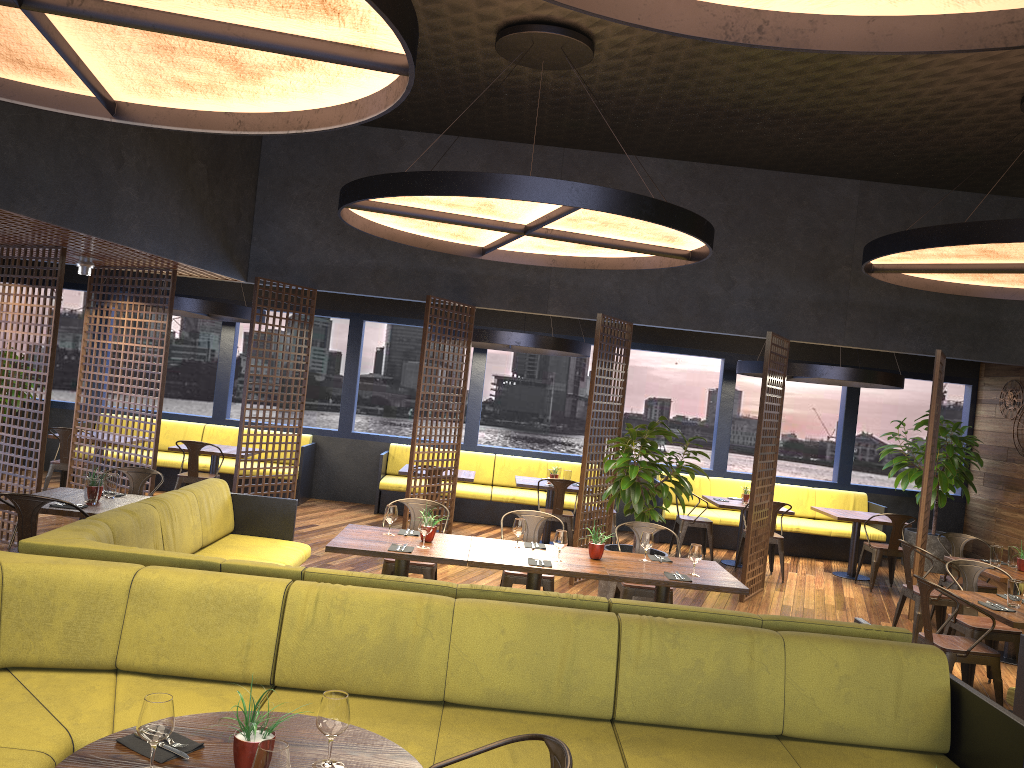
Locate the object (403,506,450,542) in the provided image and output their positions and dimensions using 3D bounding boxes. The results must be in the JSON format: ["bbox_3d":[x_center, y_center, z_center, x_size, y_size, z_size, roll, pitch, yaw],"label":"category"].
[{"bbox_3d":[-0.586,0.953,6.130,0.238,0.271,0.260,6,0,21],"label":"object"}]

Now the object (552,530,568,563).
[{"bbox_3d":[0.322,1.084,5.928,0.097,0.206,0.097,6,0,45],"label":"object"}]

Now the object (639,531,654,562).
[{"bbox_3d":[0.950,1.151,6.275,0.097,0.206,0.097,6,0,45],"label":"object"}]

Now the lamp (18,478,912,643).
[{"bbox_3d":[-2.479,0.292,5.650,9.057,2.714,3.017,6,0,-1],"label":"lamp"}]

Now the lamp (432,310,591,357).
[{"bbox_3d":[0.096,-1.518,11.007,1.979,2.172,1.979,6,0,44],"label":"lamp"}]

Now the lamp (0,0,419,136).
[{"bbox_3d":[-1.655,-2.024,3.117,2.778,1.475,2.778,6,0,3],"label":"lamp"}]

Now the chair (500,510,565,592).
[{"bbox_3d":[0.124,1.471,6.858,0.504,0.917,0.541,6,0,-1],"label":"chair"}]

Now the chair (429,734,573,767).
[{"bbox_3d":[-0.153,1.432,2.396,0.541,0.917,0.504,6,0,-1],"label":"chair"}]

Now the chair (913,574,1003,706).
[{"bbox_3d":[2.927,1.765,5.899,0.541,0.917,0.504,6,0,-1],"label":"chair"}]

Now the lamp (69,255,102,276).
[{"bbox_3d":[-4.199,-1.162,8.724,0.228,0.172,0.228,6,0,-1],"label":"lamp"}]

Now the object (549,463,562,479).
[{"bbox_3d":[0.531,1.080,10.875,0.238,0.271,0.260,6,0,21],"label":"object"}]

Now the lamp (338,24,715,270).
[{"bbox_3d":[0.172,-1.824,6.685,2.778,1.475,2.778,6,0,-1],"label":"lamp"}]

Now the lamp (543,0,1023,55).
[{"bbox_3d":[0.836,-1.764,1.328,2.778,1.475,2.778,6,0,-42],"label":"lamp"}]

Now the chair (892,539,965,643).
[{"bbox_3d":[3.607,1.840,7.691,0.541,0.917,0.504,6,0,-1],"label":"chair"}]

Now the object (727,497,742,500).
[{"bbox_3d":[2.864,1.454,11.236,0.255,0.019,0.157,6,0,-1],"label":"object"}]

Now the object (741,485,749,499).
[{"bbox_3d":[2.874,1.327,10.904,0.238,0.271,0.260,6,0,21],"label":"object"}]

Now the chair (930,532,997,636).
[{"bbox_3d":[4.320,1.917,8.448,0.504,0.917,0.541,6,0,-1],"label":"chair"}]

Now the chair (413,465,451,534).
[{"bbox_3d":[-0.917,1.367,10.146,0.504,0.917,0.541,6,0,-1],"label":"chair"}]

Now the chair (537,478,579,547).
[{"bbox_3d":[0.505,1.517,10.166,0.504,0.917,0.541,6,0,-1],"label":"chair"}]

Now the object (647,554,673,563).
[{"bbox_3d":[1.070,1.258,6.390,0.157,0.019,0.255,6,0,0],"label":"object"}]

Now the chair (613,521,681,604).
[{"bbox_3d":[1.020,1.565,6.871,0.504,0.917,0.541,6,0,-1],"label":"chair"}]

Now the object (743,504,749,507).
[{"bbox_3d":[2.881,1.454,10.574,0.255,0.019,0.157,6,0,-1],"label":"object"}]

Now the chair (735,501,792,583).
[{"bbox_3d":[2.895,1.770,10.199,0.504,0.917,0.541,6,0,-1],"label":"chair"}]

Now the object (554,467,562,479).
[{"bbox_3d":[0.559,1.130,11.048,0.102,0.178,0.102,6,0,-15],"label":"object"}]

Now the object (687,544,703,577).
[{"bbox_3d":[1.226,1.179,5.940,0.097,0.206,0.097,6,0,45],"label":"object"}]

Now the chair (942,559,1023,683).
[{"bbox_3d":[3.525,1.829,6.665,0.504,0.917,0.541,6,0,-1],"label":"chair"}]

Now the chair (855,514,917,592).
[{"bbox_3d":[4.317,1.920,10.219,0.504,0.917,0.541,6,0,-1],"label":"chair"}]

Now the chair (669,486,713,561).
[{"bbox_3d":[2.209,1.699,10.937,0.541,0.917,0.504,6,0,-1],"label":"chair"}]

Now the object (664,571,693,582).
[{"bbox_3d":[1.086,1.258,5.825,0.157,0.019,0.255,6,0,0],"label":"object"}]

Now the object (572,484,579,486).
[{"bbox_3d":[0.819,1.237,10.853,0.157,0.019,0.255,6,0,-1],"label":"object"}]

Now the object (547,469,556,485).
[{"bbox_3d":[0.469,1.120,10.700,0.102,0.178,0.102,6,0,-15],"label":"object"}]

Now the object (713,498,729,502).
[{"bbox_3d":[2.572,1.422,10.926,0.157,0.019,0.255,6,0,-1],"label":"object"}]

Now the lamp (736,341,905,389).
[{"bbox_3d":[3.922,-1.116,11.060,1.979,2.172,1.979,6,0,-16],"label":"lamp"}]

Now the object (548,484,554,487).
[{"bbox_3d":[0.514,1.204,10.542,0.255,0.019,0.157,6,0,-1],"label":"object"}]

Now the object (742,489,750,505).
[{"bbox_3d":[2.836,1.370,10.731,0.102,0.178,0.102,6,0,-15],"label":"object"}]

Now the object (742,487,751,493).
[{"bbox_3d":[2.926,1.380,11.079,0.102,0.178,0.102,6,0,-15],"label":"object"}]

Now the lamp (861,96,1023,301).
[{"bbox_3d":[4.182,-1.477,6.661,2.778,1.362,2.778,6,0,-36],"label":"lamp"}]

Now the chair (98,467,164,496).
[{"bbox_3d":[-3.065,1.134,6.953,0.504,0.917,0.541,6,0,-1],"label":"chair"}]

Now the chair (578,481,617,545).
[{"bbox_3d":[1.100,1.581,10.861,0.541,0.917,0.504,6,0,-1],"label":"chair"}]

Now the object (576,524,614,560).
[{"bbox_3d":[0.582,1.076,6.147,0.238,0.271,0.260,6,0,21],"label":"object"}]

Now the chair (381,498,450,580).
[{"bbox_3d":[-0.777,1.375,6.846,0.504,0.917,0.541,6,0,-1],"label":"chair"}]

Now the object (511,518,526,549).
[{"bbox_3d":[0.047,1.055,6.263,0.097,0.206,0.097,6,0,45],"label":"object"}]

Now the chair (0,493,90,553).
[{"bbox_3d":[-3.048,1.133,5.726,0.504,0.917,0.541,6,0,-1],"label":"chair"}]

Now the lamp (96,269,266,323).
[{"bbox_3d":[-3.957,-1.946,10.950,1.979,2.172,1.979,6,0,6],"label":"lamp"}]

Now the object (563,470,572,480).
[{"bbox_3d":[0.671,1.141,10.799,0.102,0.178,0.102,6,0,-15],"label":"object"}]

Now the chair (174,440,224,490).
[{"bbox_3d":[-3.585,1.085,10.109,0.504,0.917,0.541,6,0,-1],"label":"chair"}]

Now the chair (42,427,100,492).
[{"bbox_3d":[-5.007,0.935,10.089,0.504,0.917,0.541,6,0,-1],"label":"chair"}]

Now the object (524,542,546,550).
[{"bbox_3d":[0.167,1.162,6.378,0.157,0.019,0.255,6,0,0],"label":"object"}]

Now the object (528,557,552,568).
[{"bbox_3d":[0.182,1.163,5.812,0.157,0.019,0.255,6,0,0],"label":"object"}]
